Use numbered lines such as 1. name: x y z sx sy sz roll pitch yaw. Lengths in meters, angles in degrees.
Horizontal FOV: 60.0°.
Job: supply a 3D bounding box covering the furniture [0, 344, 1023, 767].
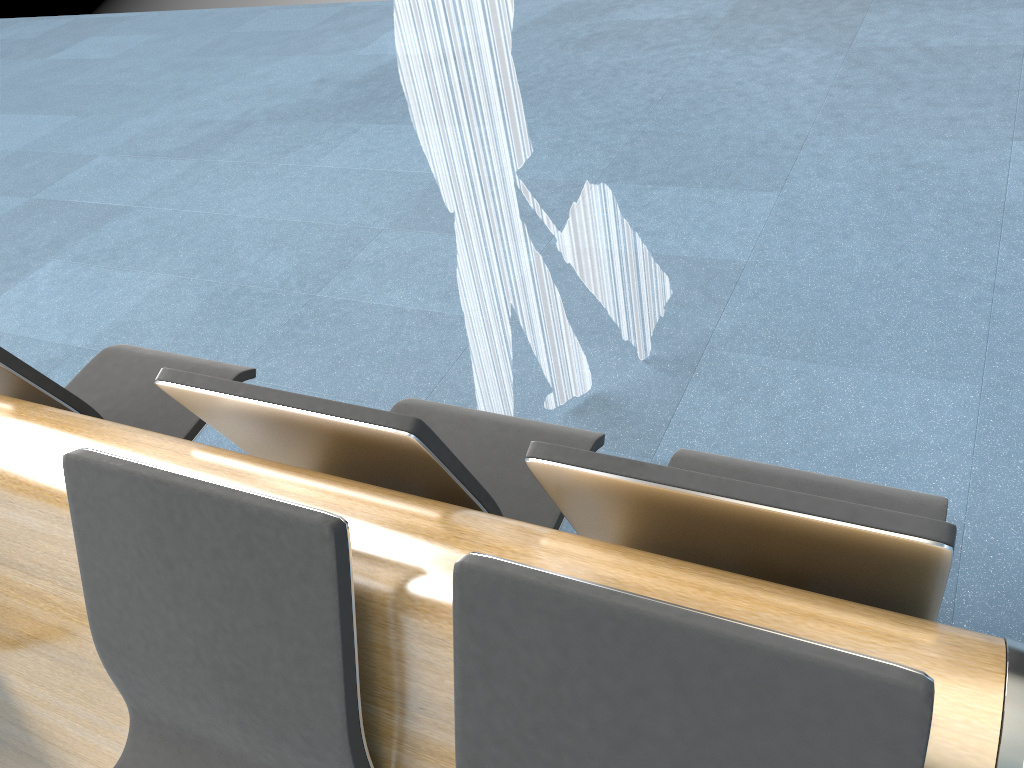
1. furniture: -0.448 0.393 1.570 2.281 0.896 1.301 10 43 26
